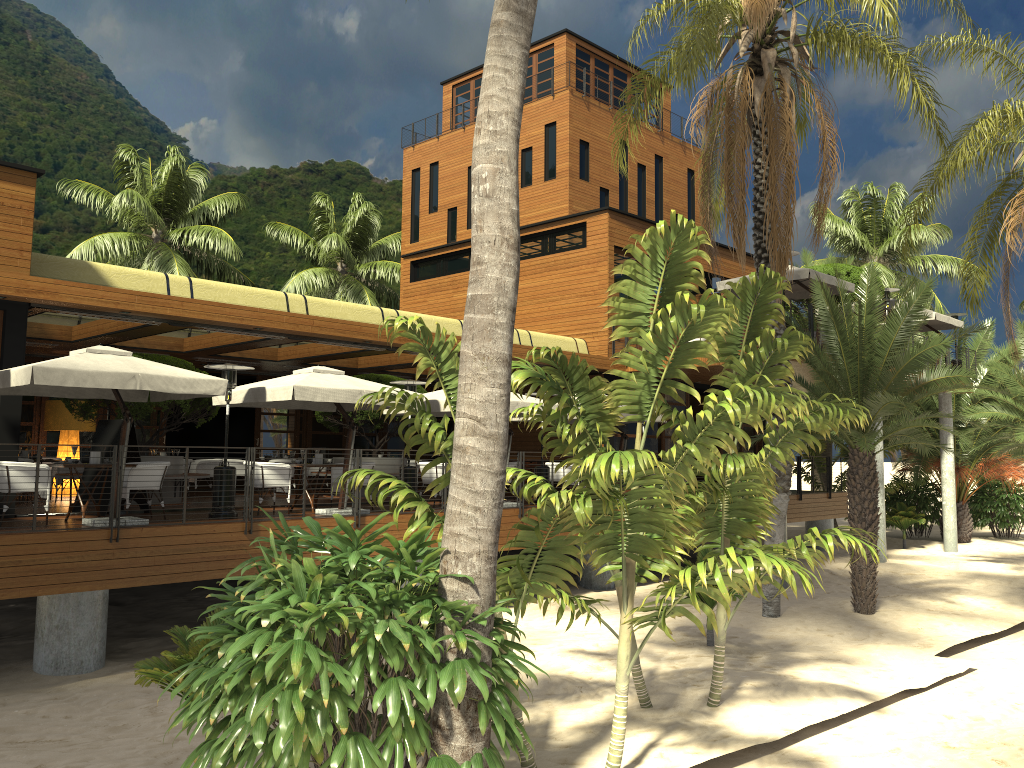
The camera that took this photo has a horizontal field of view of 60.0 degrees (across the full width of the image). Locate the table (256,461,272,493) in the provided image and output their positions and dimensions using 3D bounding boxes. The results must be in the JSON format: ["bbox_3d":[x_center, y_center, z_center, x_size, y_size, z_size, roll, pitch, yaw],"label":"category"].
[{"bbox_3d":[-5.282,2.138,20.332,1.165,0.750,1.164,-2,-5,24],"label":"table"}]

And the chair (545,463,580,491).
[{"bbox_3d":[1.025,2.021,18.311,0.616,0.789,0.627,6,-7,-44],"label":"chair"}]

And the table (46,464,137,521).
[{"bbox_3d":[-5.548,1.419,11.546,0.931,0.751,0.930,-4,-7,44],"label":"table"}]

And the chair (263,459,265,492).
[{"bbox_3d":[-5.614,2.179,21.096,0.627,0.789,0.616,3,-6,-25],"label":"chair"}]

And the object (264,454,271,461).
[{"bbox_3d":[-5.637,1.680,20.478,0.163,0.179,0.167,3,-6,-25],"label":"object"}]

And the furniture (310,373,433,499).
[{"bbox_3d":[-3.060,1.138,19.650,2.615,2.728,2.691,-3,-6,35],"label":"furniture"}]

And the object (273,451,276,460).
[{"bbox_3d":[-5.389,1.627,20.127,0.082,0.227,0.082,4,-7,-34],"label":"object"}]

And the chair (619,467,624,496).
[{"bbox_3d":[2.125,2.121,19.401,0.616,0.789,0.627,6,-7,-44],"label":"chair"}]

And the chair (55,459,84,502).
[{"bbox_3d":[-8.051,1.771,16.408,0.616,0.789,0.626,2,-6,-15],"label":"chair"}]

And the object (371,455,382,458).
[{"bbox_3d":[-3.437,1.841,22.685,0.263,0.264,0.263,0,-5,3],"label":"object"}]

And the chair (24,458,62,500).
[{"bbox_3d":[-9.044,1.816,17.086,0.627,0.789,0.616,2,-6,-15],"label":"chair"}]

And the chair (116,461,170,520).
[{"bbox_3d":[-5.029,1.450,12.086,0.616,0.789,0.627,6,-7,-44],"label":"chair"}]

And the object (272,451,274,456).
[{"bbox_3d":[-5.518,1.660,20.546,0.082,0.227,0.082,4,-6,-27],"label":"object"}]

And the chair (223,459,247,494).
[{"bbox_3d":[-6.214,2.078,19.942,0.616,0.789,0.626,3,-6,-25],"label":"chair"}]

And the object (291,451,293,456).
[{"bbox_3d":[-5.107,1.674,20.661,0.082,0.227,0.082,4,-7,-34],"label":"object"}]

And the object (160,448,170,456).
[{"bbox_3d":[-7.177,1.450,18.363,0.263,0.264,0.263,5,-7,-42],"label":"object"}]

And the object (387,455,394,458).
[{"bbox_3d":[-3.160,1.907,22.946,0.168,0.179,0.162,0,-5,6],"label":"object"}]

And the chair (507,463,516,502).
[{"bbox_3d":[-0.256,1.898,16.966,0.616,0.789,0.627,6,-7,-44],"label":"chair"}]

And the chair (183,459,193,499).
[{"bbox_3d":[-6.690,1.880,17.575,0.627,0.789,0.616,5,-7,-40],"label":"chair"}]

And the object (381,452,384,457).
[{"bbox_3d":[-3.280,1.835,22.405,0.082,0.227,0.082,1,-6,-3],"label":"object"}]

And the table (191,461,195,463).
[{"bbox_3d":[-7.165,1.952,18.292,1.166,0.750,1.164,-1,-5,13],"label":"table"}]

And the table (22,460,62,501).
[{"bbox_3d":[-8.908,1.767,16.243,1.166,0.750,1.164,-1,-5,13],"label":"table"}]

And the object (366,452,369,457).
[{"bbox_3d":[-3.681,1.839,22.508,0.082,0.227,0.082,1,-6,-8],"label":"object"}]

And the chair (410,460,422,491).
[{"bbox_3d":[-2.608,2.330,22.566,0.617,0.789,0.626,1,-5,0],"label":"chair"}]

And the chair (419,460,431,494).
[{"bbox_3d":[-1.881,2.190,20.749,0.617,0.789,0.626,1,-5,0],"label":"chair"}]

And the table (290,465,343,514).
[{"bbox_3d":[-3.188,1.641,13.960,0.931,0.751,0.930,-4,-7,44],"label":"table"}]

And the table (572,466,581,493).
[{"bbox_3d":[1.539,2.084,18.793,0.931,0.751,0.930,-4,-7,44],"label":"table"}]

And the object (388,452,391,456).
[{"bbox_3d":[-3.166,1.870,22.814,0.082,0.227,0.082,1,-6,-8],"label":"object"}]

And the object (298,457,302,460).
[{"bbox_3d":[-4.866,1.723,20.329,0.086,0.086,0.086,-1,-6,22],"label":"object"}]

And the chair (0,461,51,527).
[{"bbox_3d":[-6.129,1.350,10.996,0.616,0.789,0.627,6,-7,-44],"label":"chair"}]

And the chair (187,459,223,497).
[{"bbox_3d":[-6.468,1.977,18.728,0.616,0.789,0.627,5,-7,-40],"label":"chair"}]

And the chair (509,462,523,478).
[{"bbox_3d":[-0.065,2.199,20.631,0.617,0.789,0.626,1,-5,0],"label":"chair"}]

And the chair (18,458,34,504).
[{"bbox_3d":[-8.743,1.686,15.457,0.627,0.789,0.616,2,-6,-15],"label":"chair"}]

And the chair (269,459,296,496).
[{"bbox_3d":[-5.034,2.058,19.543,0.627,0.789,0.616,3,-6,-25],"label":"chair"}]

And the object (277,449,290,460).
[{"bbox_3d":[-5.264,1.635,20.384,0.263,0.264,0.263,3,-6,-28],"label":"object"}]

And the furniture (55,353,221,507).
[{"bbox_3d":[-6.722,0.802,16.005,2.569,2.728,2.714,0,-5,9],"label":"furniture"}]

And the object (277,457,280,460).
[{"bbox_3d":[-5.287,1.699,20.093,0.086,0.086,0.086,-1,-5,17],"label":"object"}]

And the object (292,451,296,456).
[{"bbox_3d":[-4.986,1.643,20.267,0.082,0.227,0.082,4,-6,-27],"label":"object"}]

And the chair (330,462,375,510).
[{"bbox_3d":[-2.597,1.678,14.573,0.616,0.789,0.627,6,-7,-44],"label":"chair"}]

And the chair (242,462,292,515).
[{"bbox_3d":[-3.738,1.574,13.441,0.616,0.789,0.627,6,-7,-44],"label":"chair"}]

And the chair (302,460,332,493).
[{"bbox_3d":[-4.519,2.150,20.599,0.616,0.789,0.626,3,-6,-25],"label":"chair"}]

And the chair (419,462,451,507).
[{"bbox_3d":[-1.357,1.798,15.876,0.616,0.789,0.627,6,-7,-44],"label":"chair"}]
